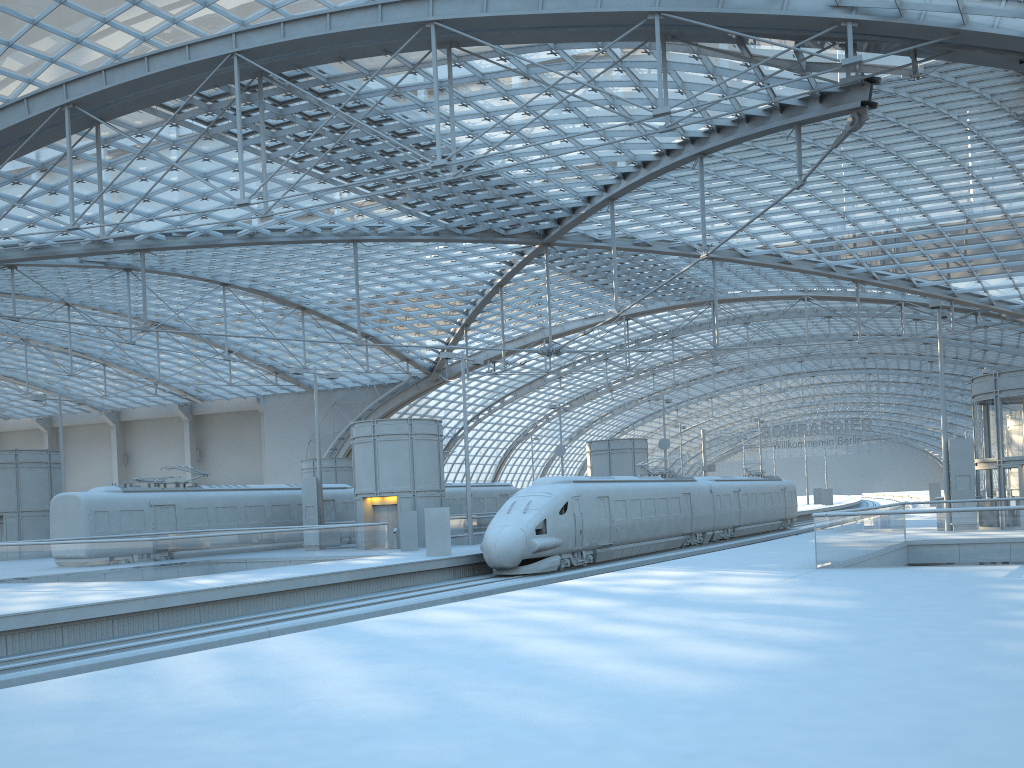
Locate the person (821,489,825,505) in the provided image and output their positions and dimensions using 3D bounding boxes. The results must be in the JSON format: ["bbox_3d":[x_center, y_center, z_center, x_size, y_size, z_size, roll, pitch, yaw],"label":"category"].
[{"bbox_3d":[32.621,11.734,91.270,0.878,1.706,0.001,-4,-1,31],"label":"person"}]

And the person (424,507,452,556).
[{"bbox_3d":[-2.519,5.091,30.159,0.875,1.706,0.001,-3,0,5],"label":"person"}]

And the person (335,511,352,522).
[{"bbox_3d":[-8.168,7.074,42.864,0.827,1.733,0.001,-3,0,5],"label":"person"}]

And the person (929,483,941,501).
[{"bbox_3d":[30.987,8.120,64.256,0.001,1.799,0.905,-3,-1,-34],"label":"person"}]

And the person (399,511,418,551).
[{"bbox_3d":[-4.031,5.785,34.439,0.711,1.612,0.001,-3,0,10],"label":"person"}]

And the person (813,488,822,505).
[{"bbox_3d":[33.260,12.252,95.800,0.903,1.799,0.001,-3,0,26],"label":"person"}]

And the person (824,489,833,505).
[{"bbox_3d":[31.626,11.315,87.728,0.830,1.732,0.001,-4,-1,31],"label":"person"}]
